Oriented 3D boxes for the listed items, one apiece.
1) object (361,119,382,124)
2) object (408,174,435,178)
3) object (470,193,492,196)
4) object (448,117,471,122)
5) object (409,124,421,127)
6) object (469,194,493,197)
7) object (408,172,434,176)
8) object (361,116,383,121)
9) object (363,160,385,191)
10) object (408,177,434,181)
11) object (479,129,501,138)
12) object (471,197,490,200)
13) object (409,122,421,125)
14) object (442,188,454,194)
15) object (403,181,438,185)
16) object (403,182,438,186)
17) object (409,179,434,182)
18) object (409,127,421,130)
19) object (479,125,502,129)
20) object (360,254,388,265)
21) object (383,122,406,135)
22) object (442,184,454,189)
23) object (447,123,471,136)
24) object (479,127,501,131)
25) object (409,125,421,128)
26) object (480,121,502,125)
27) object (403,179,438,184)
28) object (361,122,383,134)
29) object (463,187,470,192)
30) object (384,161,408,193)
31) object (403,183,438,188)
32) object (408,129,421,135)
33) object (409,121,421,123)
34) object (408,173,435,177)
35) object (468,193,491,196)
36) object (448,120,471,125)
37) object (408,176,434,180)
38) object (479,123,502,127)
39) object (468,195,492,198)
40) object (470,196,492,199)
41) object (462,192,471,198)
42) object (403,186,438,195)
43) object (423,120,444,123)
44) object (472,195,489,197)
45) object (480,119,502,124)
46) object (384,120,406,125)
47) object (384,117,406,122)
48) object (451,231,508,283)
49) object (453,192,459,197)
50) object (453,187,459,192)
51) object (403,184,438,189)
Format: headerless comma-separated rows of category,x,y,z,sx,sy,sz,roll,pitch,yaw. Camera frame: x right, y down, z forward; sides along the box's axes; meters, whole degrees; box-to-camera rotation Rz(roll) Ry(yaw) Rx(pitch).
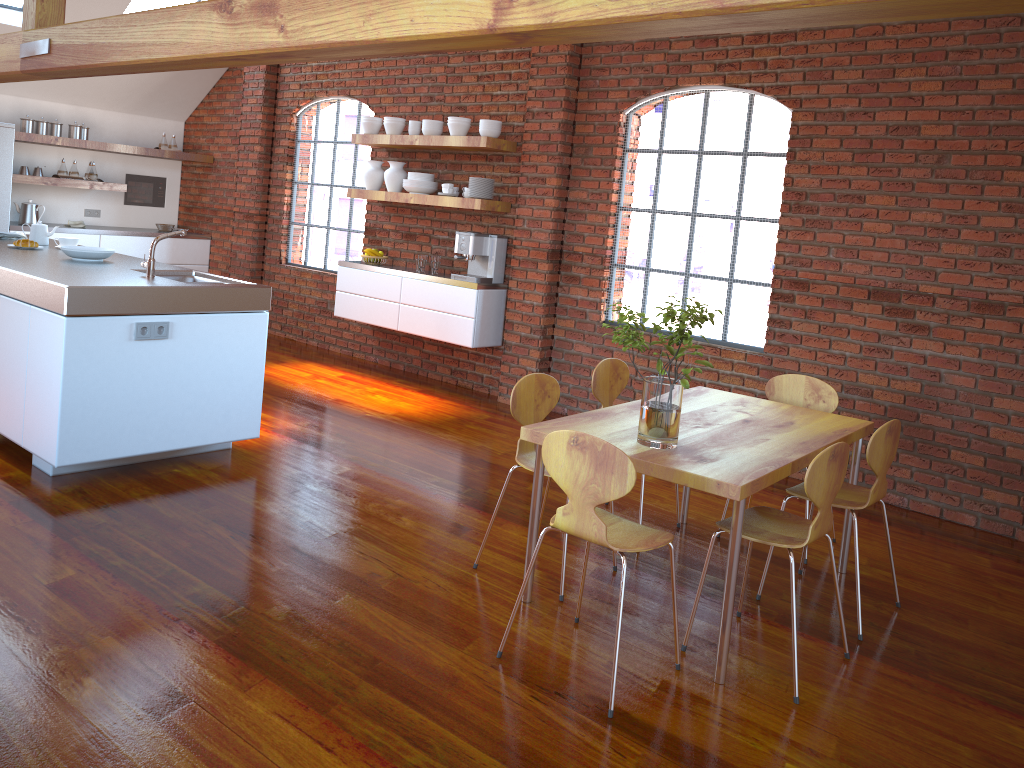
object,-1.169,-2.137,7.310,0.179,0.103,0.184,3,9,-14
object,-0.725,-1.629,7.004,0.216,0.054,0.215,12,12,31
object,-0.234,-1.414,6.581,0.194,0.014,0.197,-1,13,-32
object,-0.403,-1.970,6.698,0.180,0.103,0.183,7,9,10
object,-0.784,-2.060,7.089,0.098,0.060,0.100,4,9,-10
object,-0.234,-1.405,6.582,0.194,0.014,0.197,-1,13,-32
object,-0.723,-1.648,7.003,0.216,0.054,0.215,12,12,31
object,-1.167,-2.160,7.308,0.179,0.103,0.184,3,9,-14
object,-1.161,-1.748,7.396,0.192,0.247,0.195,4,7,-10
object,-0.727,-1.607,7.006,0.216,0.054,0.215,12,12,31
object,-0.165,-1.847,6.516,0.165,0.060,0.168,4,10,-10
object,-0.236,-1.387,6.583,0.194,0.014,0.197,-1,13,-32
object,-0.783,-2.071,7.088,0.098,0.060,0.100,4,9,-10
object,-0.494,-1.477,6.753,0.093,0.046,0.099,12,11,34
object,-0.730,-1.578,7.008,0.283,0.054,0.284,10,11,23
object,-0.731,-1.569,7.008,0.283,0.054,0.284,10,11,23
object,-0.728,-1.597,7.007,0.216,0.054,0.215,12,12,31
object,-0.787,-2.033,7.091,0.098,0.060,0.100,4,9,-10
object,-0.162,-1.877,6.514,0.165,0.060,0.168,4,10,-10
object,-1.160,-1.044,7.404,0.235,0.070,0.239,5,10,-2
object,-0.963,-2.071,7.180,0.179,0.103,0.184,3,9,-14
object,-0.497,-1.509,6.753,0.092,0.058,0.101,9,10,23
object,-0.407,-1.926,6.701,0.180,0.103,0.183,7,9,10
object,-0.163,-1.864,6.515,0.165,0.060,0.168,4,10,-10
object,-0.785,-2.046,7.090,0.098,0.060,0.100,4,9,-10
object,-0.160,-1.902,6.512,0.165,0.060,0.168,4,10,-10
object,-0.729,-1.588,7.007,0.283,0.054,0.284,10,11,23
object,-1.171,-2.116,7.311,0.179,0.103,0.184,3,9,-14
object,-0.321,-1.473,6.738,0.091,0.058,0.102,1,10,-26
object,-0.954,-1.694,7.217,0.193,0.247,0.194,7,7,12
object,-0.732,-1.559,7.009,0.283,0.054,0.284,10,11,23
object,-0.788,-2.017,7.092,0.098,0.060,0.100,4,9,-10
object,-0.782,-2.085,7.088,0.098,0.060,0.100,4,9,-10
object,-0.724,-1.638,7.004,0.216,0.054,0.215,12,12,31
object,-0.234,-1.409,6.581,0.194,0.014,0.197,-1,13,-32
object,-0.405,-1.947,6.700,0.180,0.103,0.183,7,9,10
object,-0.726,-1.619,7.005,0.216,0.054,0.215,12,12,31
object,-0.161,-1.890,6.513,0.165,0.060,0.168,4,10,-10
object,-0.235,-1.396,6.582,0.194,0.014,0.197,-1,13,-32
object,-0.236,-1.391,6.582,0.194,0.014,0.197,-1,13,-32
object,-0.329,-1.441,6.737,0.092,0.046,0.100,3,10,-15
object,-0.734,-1.537,7.011,0.283,0.054,0.284,10,11,23
object,-0.624,-2.040,6.930,0.167,0.060,0.166,12,12,34
object,-0.235,-1.401,6.582,0.194,0.014,0.197,-1,13,-32
object,-0.158,-1.915,6.511,0.165,0.060,0.168,4,10,-10
object,-0.961,-2.092,7.179,0.179,0.103,0.184,3,9,-14
object,-0.959,-2.115,7.177,0.179,0.103,0.184,3,9,-14
object,-0.263,-0.957,6.607,0.274,0.366,0.380,11,9,40
object,-0.463,-1.492,6.937,0.092,0.046,0.100,9,10,19
object,-0.466,-1.525,6.935,0.092,0.058,0.101,7,9,8
object,-0.733,-1.548,7.010,0.283,0.054,0.284,10,11,23
